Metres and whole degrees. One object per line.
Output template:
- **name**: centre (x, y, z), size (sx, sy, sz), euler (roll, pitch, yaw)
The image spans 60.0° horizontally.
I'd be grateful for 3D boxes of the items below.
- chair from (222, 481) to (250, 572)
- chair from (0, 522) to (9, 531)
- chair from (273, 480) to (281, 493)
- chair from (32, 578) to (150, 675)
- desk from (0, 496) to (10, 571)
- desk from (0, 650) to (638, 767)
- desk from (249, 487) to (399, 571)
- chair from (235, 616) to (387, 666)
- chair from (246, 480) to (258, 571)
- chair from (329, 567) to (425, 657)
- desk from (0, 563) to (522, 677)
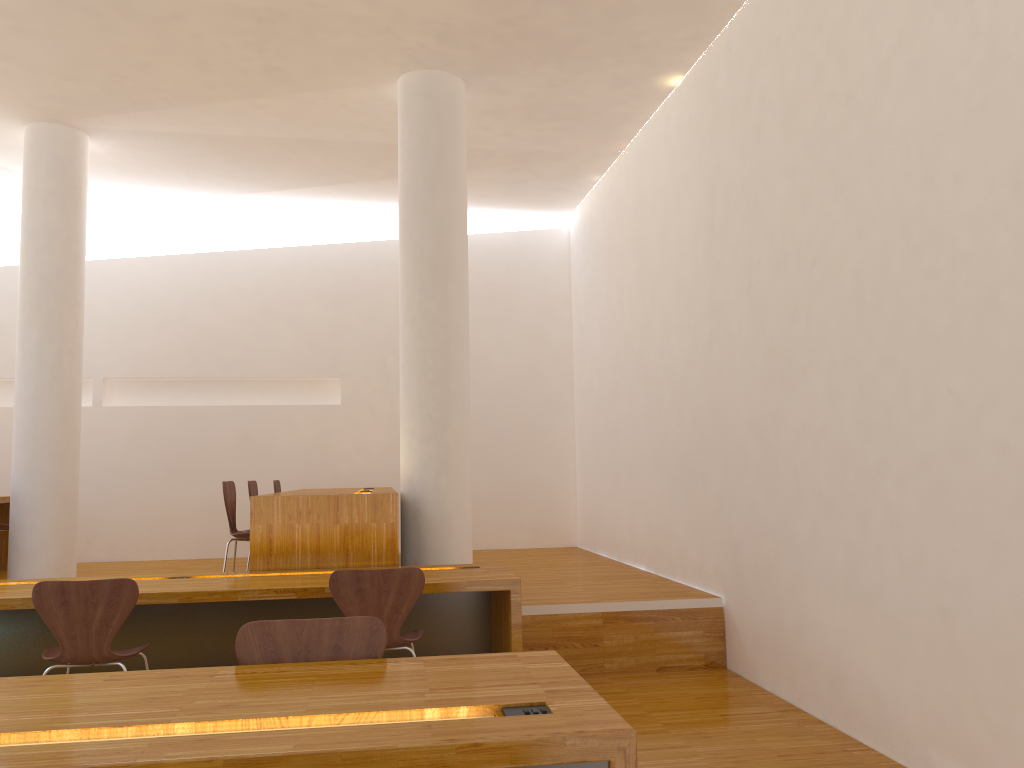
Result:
- **chair**: centre (-1.486, 0.911, 5.182), size (0.381, 0.693, 0.428), euler (0, -6, -8)
- **chair**: centre (-3.929, 1.139, 6.922), size (0.381, 0.693, 0.428), euler (0, -6, -8)
- **chair**: centre (-1.751, 1.130, 7.244), size (0.381, 0.693, 0.428), euler (0, -6, -8)
- **chair**: centre (-1.672, 1.120, 3.573), size (0.428, 0.693, 0.381), euler (0, -6, -8)
- **desk**: centre (-4.536, 0.975, 5.652), size (1.527, 0.785, 3.243), euler (0, -6, -8)
- **desk**: centre (-1.385, 1.098, 1.422), size (3.236, 0.918, 1.285), euler (0, -6, -8)
- **desk**: centre (-1.202, 1.047, 6.172), size (0.760, 0.606, 3.185), euler (0, -6, -8)
- **chair**: centre (-0.498, 0.950, 2.151), size (0.428, 0.693, 0.381), euler (0, -6, -8)
- **chair**: centre (-1.627, 1.013, 6.138), size (0.381, 0.693, 0.428), euler (0, -6, -8)
- **chair**: centre (-0.571, 1.119, 3.774), size (0.428, 0.693, 0.381), euler (0, -6, -8)
- **desk**: centre (-1.584, 1.218, 4.072), size (3.185, 0.606, 0.760), euler (0, -6, -8)
